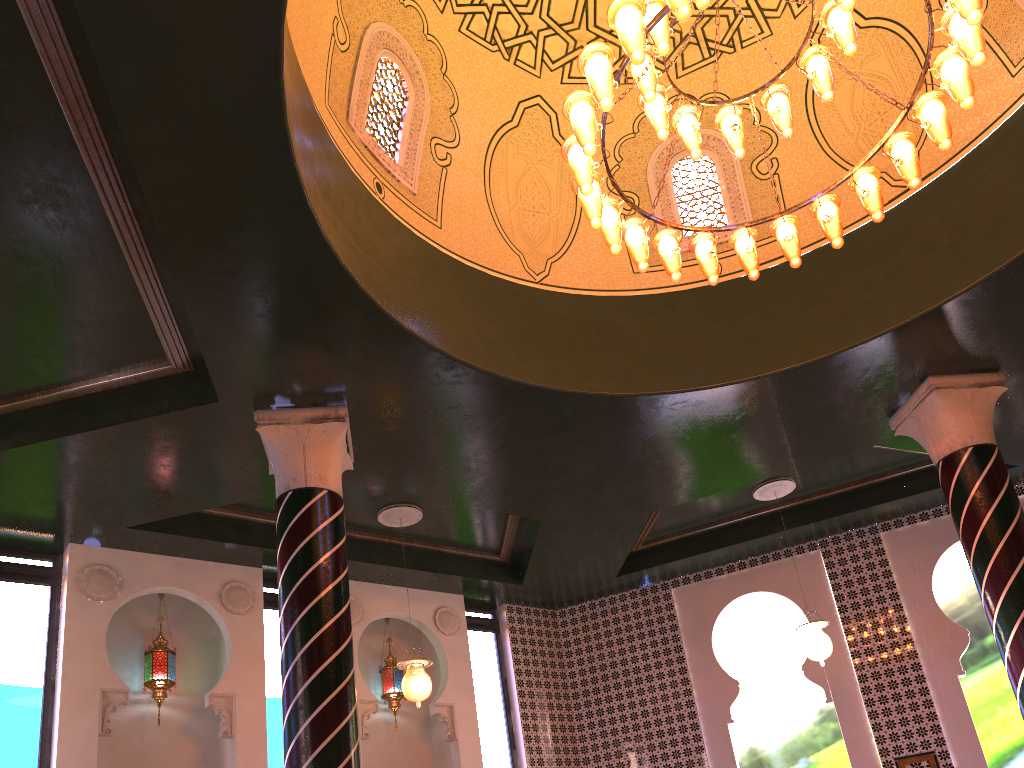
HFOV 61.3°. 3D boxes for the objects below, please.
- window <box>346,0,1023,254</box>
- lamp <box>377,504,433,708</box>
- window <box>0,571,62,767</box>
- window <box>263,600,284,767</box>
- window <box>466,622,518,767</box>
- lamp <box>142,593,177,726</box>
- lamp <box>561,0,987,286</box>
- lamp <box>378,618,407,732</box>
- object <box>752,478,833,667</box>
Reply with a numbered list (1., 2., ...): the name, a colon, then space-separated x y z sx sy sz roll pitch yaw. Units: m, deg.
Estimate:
1. window: 1.129 -3.308 6.097 5.668 1.078 6.118 -22 -34 22
2. lamp: -1.150 2.479 9.597 0.519 2.133 0.564 0 -25 -19
3. window: -4.832 3.636 8.216 0.789 3.681 0.097 11 -30 -38
4. window: -2.539 4.363 9.890 0.789 3.681 0.097 11 -30 -38
5. window: -0.246 5.090 11.563 0.789 3.681 0.097 11 -30 -38
6. lamp: -3.877 3.008 9.515 0.329 1.440 0.386 8 -29 -33
7. lamp: 1.274 -3.322 6.008 2.468 4.239 2.697 -8 -26 -2
8. lamp: -1.563 3.755 11.224 0.325 1.440 0.391 -10 -24 3
9. object: 3.388 2.255 10.263 0.519 2.133 0.564 0 -25 -19
